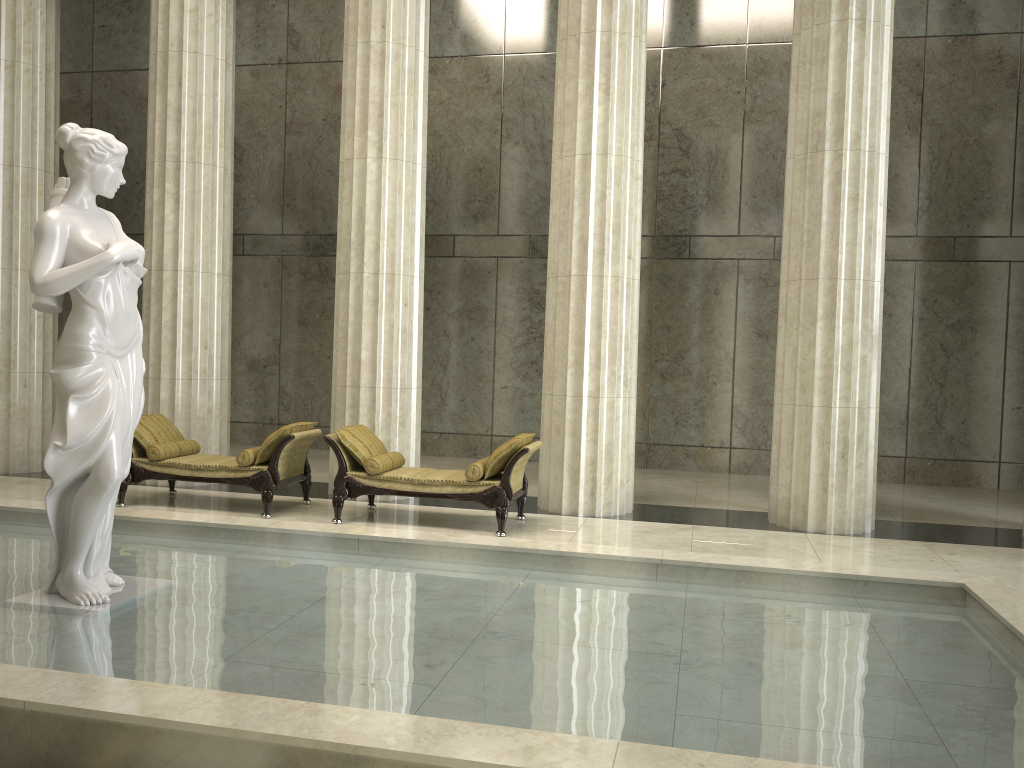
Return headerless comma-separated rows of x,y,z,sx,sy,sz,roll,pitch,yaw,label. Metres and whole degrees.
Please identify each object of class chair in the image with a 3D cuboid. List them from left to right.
-3.225,0.855,9.697,2.172,0.950,0.993,2,2,12,chair
-0.817,0.951,9.167,2.172,0.950,0.993,2,2,12,chair

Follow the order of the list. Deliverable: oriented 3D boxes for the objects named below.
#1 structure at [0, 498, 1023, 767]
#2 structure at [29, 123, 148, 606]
-2.660,1.413,5.593,11.573,0.508,3.754,2,2,12,structure
-2.593,-0.037,5.516,0.729,3.044,0.940,2,2,7,structure
